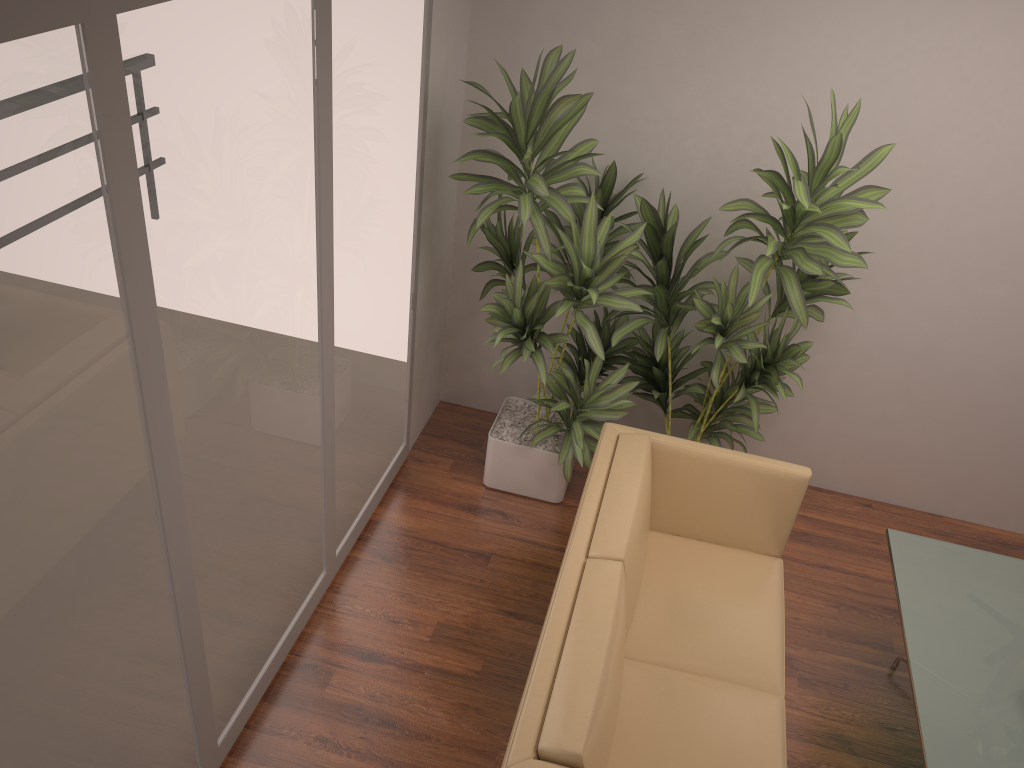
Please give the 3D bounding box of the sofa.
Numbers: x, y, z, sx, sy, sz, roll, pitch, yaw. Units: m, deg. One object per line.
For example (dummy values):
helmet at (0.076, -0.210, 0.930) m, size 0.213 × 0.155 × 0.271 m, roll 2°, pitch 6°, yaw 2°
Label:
sofa at (0.554, 0.991, 3.157) m, size 0.876 × 0.877 × 1.725 m, roll 13°, pitch 33°, yaw 8°

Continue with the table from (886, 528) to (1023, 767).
table at (1.772, 1.392, 3.062) m, size 0.937 × 0.586 × 1.791 m, roll 13°, pitch 33°, yaw 8°

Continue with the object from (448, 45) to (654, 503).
object at (0.264, -0.420, 4.055) m, size 0.955 × 2.202 × 1.044 m, roll 24°, pitch 38°, yaw 23°

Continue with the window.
window at (-1.317, 0.932, 0.440) m, size 0.062 × 3.432 × 8.197 m, roll 13°, pitch 33°, yaw 8°

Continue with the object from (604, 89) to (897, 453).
object at (0.920, -0.280, 3.977) m, size 1.071 × 2.202 × 0.931 m, roll 21°, pitch 36°, yaw 19°
